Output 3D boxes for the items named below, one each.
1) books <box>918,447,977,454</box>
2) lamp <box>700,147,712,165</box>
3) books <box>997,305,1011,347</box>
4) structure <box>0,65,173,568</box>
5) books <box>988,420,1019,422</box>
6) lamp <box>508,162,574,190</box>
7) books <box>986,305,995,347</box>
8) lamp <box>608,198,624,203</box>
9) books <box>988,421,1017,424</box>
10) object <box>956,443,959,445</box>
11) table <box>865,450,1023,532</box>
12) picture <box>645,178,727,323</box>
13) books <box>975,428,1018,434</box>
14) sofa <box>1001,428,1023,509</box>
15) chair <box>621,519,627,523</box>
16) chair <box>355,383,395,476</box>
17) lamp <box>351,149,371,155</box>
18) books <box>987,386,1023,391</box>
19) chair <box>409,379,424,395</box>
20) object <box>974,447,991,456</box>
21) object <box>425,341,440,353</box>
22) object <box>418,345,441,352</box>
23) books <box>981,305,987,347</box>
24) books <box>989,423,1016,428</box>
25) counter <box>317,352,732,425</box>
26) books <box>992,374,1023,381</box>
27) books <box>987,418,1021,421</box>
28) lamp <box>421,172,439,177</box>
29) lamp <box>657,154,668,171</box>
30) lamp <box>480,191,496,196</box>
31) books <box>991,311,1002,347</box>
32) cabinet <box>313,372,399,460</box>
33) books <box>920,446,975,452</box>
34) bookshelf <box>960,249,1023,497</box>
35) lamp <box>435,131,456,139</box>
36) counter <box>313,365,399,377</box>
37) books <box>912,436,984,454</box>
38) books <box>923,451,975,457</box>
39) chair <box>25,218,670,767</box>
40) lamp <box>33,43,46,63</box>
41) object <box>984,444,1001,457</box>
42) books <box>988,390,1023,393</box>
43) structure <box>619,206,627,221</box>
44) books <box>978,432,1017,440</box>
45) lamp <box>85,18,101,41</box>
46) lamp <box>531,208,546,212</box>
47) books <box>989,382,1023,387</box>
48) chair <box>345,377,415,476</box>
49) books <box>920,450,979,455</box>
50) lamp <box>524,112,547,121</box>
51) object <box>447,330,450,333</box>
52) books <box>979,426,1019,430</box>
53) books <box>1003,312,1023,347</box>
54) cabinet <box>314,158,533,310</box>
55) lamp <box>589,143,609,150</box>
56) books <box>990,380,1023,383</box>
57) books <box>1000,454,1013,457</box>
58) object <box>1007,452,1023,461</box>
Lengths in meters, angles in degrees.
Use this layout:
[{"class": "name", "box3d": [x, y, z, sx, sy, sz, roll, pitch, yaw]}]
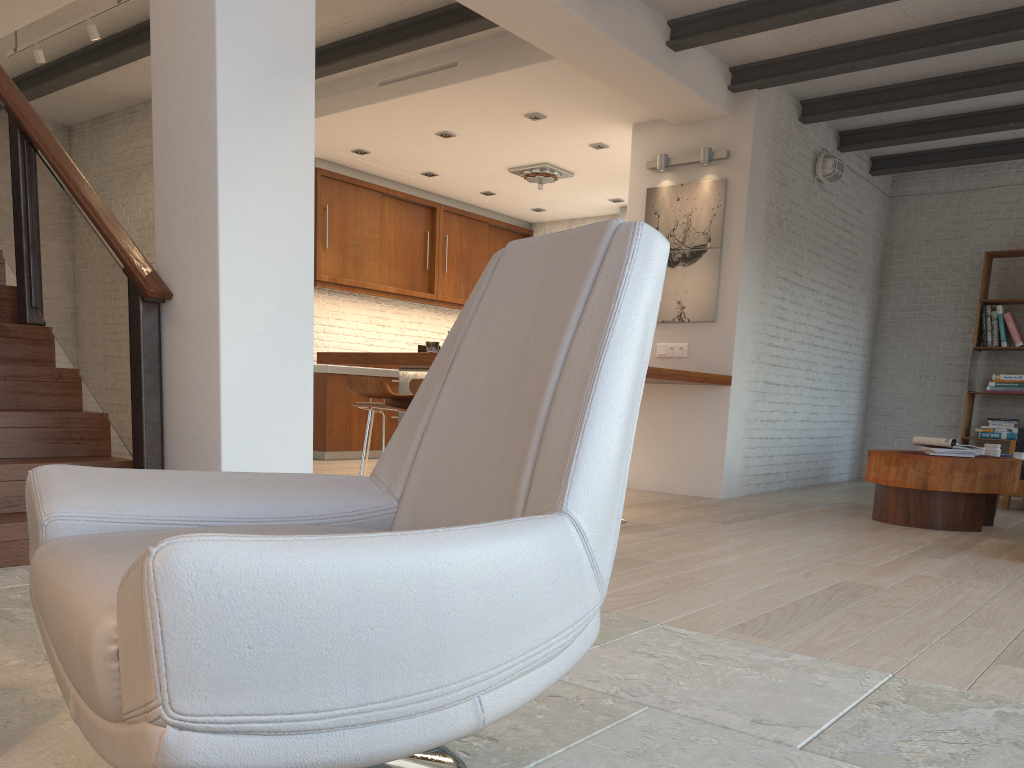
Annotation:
[{"class": "books", "box3d": [2.765, 0.423, 5.544, 0.252, 0.011, 0.314, 2, -1, 8]}, {"class": "lamp", "box3d": [1.407, -1.653, 6.325, 0.080, 0.106, 0.078, 0, 6, -24]}, {"class": "books", "box3d": [4.535, -0.522, 8.038, 0.119, 0.389, 0.242, 9, 9, 38]}, {"class": "structure", "box3d": [-1.292, -1.397, 4.056, 10.057, 4.211, 13.789, 3, 0, 38]}, {"class": "books", "box3d": [4.587, 0.344, 8.133, 0.240, 0.008, 0.155, 2, -1, 38]}, {"class": "lamp", "box3d": [0.273, -1.927, 8.258, 0.446, 0.173, 0.448, 3, 1, 38]}, {"class": "books", "box3d": [4.459, -0.526, 8.113, 0.090, 0.392, 0.242, 10, 9, 38]}, {"class": "lamp", "box3d": [1.113, -1.972, 9.286, 0.122, 0.056, 0.123, 3, 1, 38]}, {"class": "books", "box3d": [4.586, 0.358, 8.145, 0.235, 0.019, 0.170, 2, -1, 31]}, {"class": "object", "box3d": [3.409, 0.487, 6.496, 0.194, 0.093, 0.184, 2, 1, -26]}, {"class": "table", "box3d": [3.023, 0.701, 6.058, 1.064, 0.454, 1.824, 3, 0, 44]}, {"class": "picture", "box3d": [1.274, -0.984, 6.587, 0.647, 1.035, 0.020, 7, 10, 37]}, {"class": "books", "box3d": [4.563, 0.438, 8.147, 0.376, 0.037, 0.243, 2, -1, 38]}, {"class": "sofa", "box3d": [4.067, 0.626, 5.391, 2.059, 0.671, 3.931, 3, 0, 38]}, {"class": "chair", "box3d": [0.441, 0.406, 5.040, 0.417, 0.790, 0.400, 8, 9, 38]}, {"class": "chair", "box3d": [-0.894, 0.364, 6.074, 0.417, 0.790, 0.400, 8, 9, 38]}, {"class": "lamp", "box3d": [-1.358, -2.106, 7.837, 0.122, 0.056, 0.123, 3, 1, 38]}, {"class": "books", "box3d": [4.608, 0.050, 8.047, 0.376, 0.037, 0.243, 2, -1, 33]}, {"class": "chair", "box3d": [-0.369, 0.369, 4.990, 0.400, 0.790, 0.418, 8, 9, 38]}, {"class": "object", "box3d": [3.053, 0.441, 5.701, 0.145, 0.057, 0.173, 3, 0, 28]}, {"class": "object", "box3d": [-0.507, -0.225, 5.553, 0.090, 0.086, 0.090, 5, 5, 35]}, {"class": "object", "box3d": [-0.541, -0.211, 5.698, 0.113, 0.083, 0.093, 5, 4, 38]}, {"class": "books", "box3d": [4.424, -0.527, 8.129, 0.090, 0.392, 0.242, 10, 9, 38]}, {"class": "books", "box3d": [4.585, 0.384, 8.140, 0.204, 0.034, 0.132, 2, -1, 38]}, {"class": "counter", "box3d": [0.175, 0.335, 6.068, 1.669, 0.935, 2.484, 4, 1, 38]}, {"class": "books", "box3d": [4.633, -0.054, 8.028, 0.323, 0.056, 0.254, 2, -1, 40]}, {"class": "books", "box3d": [4.582, 0.331, 8.119, 0.250, 0.017, 0.161, 2, -1, 38]}, {"class": "lamp", "box3d": [-0.805, -2.070, 8.530, 0.122, 0.056, 0.123, 3, 1, 38]}, {"class": "lamp", "box3d": [1.129, -1.662, 6.540, 0.080, 0.106, 0.078, 0, 6, -24]}, {"class": "lamp", "box3d": [-0.251, -2.034, 9.223, 0.122, 0.056, 0.123, 3, 1, 38]}, {"class": "books", "box3d": [4.510, -0.498, 8.100, 0.101, 0.340, 0.252, 9, 9, 38]}, {"class": "cabinet", "box3d": [0.203, -0.572, 9.291, 4.779, 2.890, 2.225, 3, 6, 2]}, {"class": "books", "box3d": [2.759, 0.412, 5.536, 0.252, 0.011, 0.315, 2, -1, 13]}, {"class": "bookshelf", "box3d": [4.864, -0.069, 7.821, 1.301, 2.245, 0.361, 8, 10, 37]}, {"class": "lamp", "box3d": [-0.547, -2.080, 7.208, 0.122, 0.056, 0.123, 3, 1, 38]}, {"class": "counter", "box3d": [0.169, -0.047, 8.928, 3.489, 0.071, 3.317, 2, -1, 38]}, {"class": "books", "box3d": [2.800, 0.402, 5.603, 0.273, 0.111, 0.317, 2, 0, -19]}, {"class": "books", "box3d": [2.772, 0.445, 5.544, 0.251, 0.011, 0.315, 2, -1, 18]}, {"class": "chair", "box3d": [-0.245, 0.204, 1.492, 0.970, 1.035, 1.011, -1, 5, -35]}, {"class": "lamp", "box3d": [-3.140, -2.186, 5.790, 0.059, 0.131, 0.084, 4, 6, 8]}, {"class": "object", "box3d": [3.258, 0.463, 5.922, 0.108, 0.110, 0.106, -1, 5, -36]}, {"class": "books", "box3d": [4.618, 0.079, 8.051, 0.352, 0.021, 0.271, 2, -1, 38]}, {"class": "structure", "box3d": [1.320, -1.446, 9.638, 0.975, 1.011, 0.453, 6, 8, 38]}, {"class": "books", "box3d": [4.572, 0.484, 8.136, 0.254, 0.056, 0.322, 3, -1, -42]}, {"class": "lamp", "box3d": [-2.573, -2.168, 5.354, 0.060, 0.131, 0.085, 9, 9, 40]}, {"class": "lamp", "box3d": [0.302, -1.998, 9.915, 0.122, 0.056, 0.123, 3, 1, 38]}, {"class": "books", "box3d": [4.614, 0.013, 8.029, 0.377, 0.037, 0.242, 2, -1, 32]}, {"class": "chair", "box3d": [-0.790, 0.356, 5.317, 0.400, 0.790, 0.418, 8, 9, 38]}, {"class": "books", "box3d": [2.780, 0.435, 5.556, 0.252, 0.011, 0.314, 2, -1, 8]}, {"class": "lamp", "box3d": [0.180, -2.056, 6.644, 0.122, 0.056, 0.123, 3, 1, 38]}, {"class": "object", "box3d": [-0.225, -0.271, 5.443, 0.366, 0.226, 0.358, 3, 2, 4]}, {"class": "books", "box3d": [4.571, 0.410, 8.125, 0.377, 0.018, 0.242, 2, -1, 31]}, {"class": "books", "box3d": [4.620, -0.487, 8.005, 0.192, 0.325, 0.252, 8, 8, 38]}, {"class": "cabinet", "box3d": [-0.972, -1.459, 9.628, 0.455, 1.184, 3.326, 9, 4, 39]}, {"class": "lamp", "box3d": [0.734, -2.020, 7.337, 0.122, 0.056, 0.123, 3, 1, 38]}, {"class": "books", "box3d": [4.626, -0.016, 8.041, 0.352, 0.021, 0.271, 2, -1, 37]}, {"class": "books", "box3d": [3.629, 0.530, 6.377, 0.231, 0.023, 0.160, 3, -1, -4]}, {"class": "object", "box3d": [3.476, 0.501, 5.991, 0.153, 0.058, 0.269, 3, 0, 31]}]
